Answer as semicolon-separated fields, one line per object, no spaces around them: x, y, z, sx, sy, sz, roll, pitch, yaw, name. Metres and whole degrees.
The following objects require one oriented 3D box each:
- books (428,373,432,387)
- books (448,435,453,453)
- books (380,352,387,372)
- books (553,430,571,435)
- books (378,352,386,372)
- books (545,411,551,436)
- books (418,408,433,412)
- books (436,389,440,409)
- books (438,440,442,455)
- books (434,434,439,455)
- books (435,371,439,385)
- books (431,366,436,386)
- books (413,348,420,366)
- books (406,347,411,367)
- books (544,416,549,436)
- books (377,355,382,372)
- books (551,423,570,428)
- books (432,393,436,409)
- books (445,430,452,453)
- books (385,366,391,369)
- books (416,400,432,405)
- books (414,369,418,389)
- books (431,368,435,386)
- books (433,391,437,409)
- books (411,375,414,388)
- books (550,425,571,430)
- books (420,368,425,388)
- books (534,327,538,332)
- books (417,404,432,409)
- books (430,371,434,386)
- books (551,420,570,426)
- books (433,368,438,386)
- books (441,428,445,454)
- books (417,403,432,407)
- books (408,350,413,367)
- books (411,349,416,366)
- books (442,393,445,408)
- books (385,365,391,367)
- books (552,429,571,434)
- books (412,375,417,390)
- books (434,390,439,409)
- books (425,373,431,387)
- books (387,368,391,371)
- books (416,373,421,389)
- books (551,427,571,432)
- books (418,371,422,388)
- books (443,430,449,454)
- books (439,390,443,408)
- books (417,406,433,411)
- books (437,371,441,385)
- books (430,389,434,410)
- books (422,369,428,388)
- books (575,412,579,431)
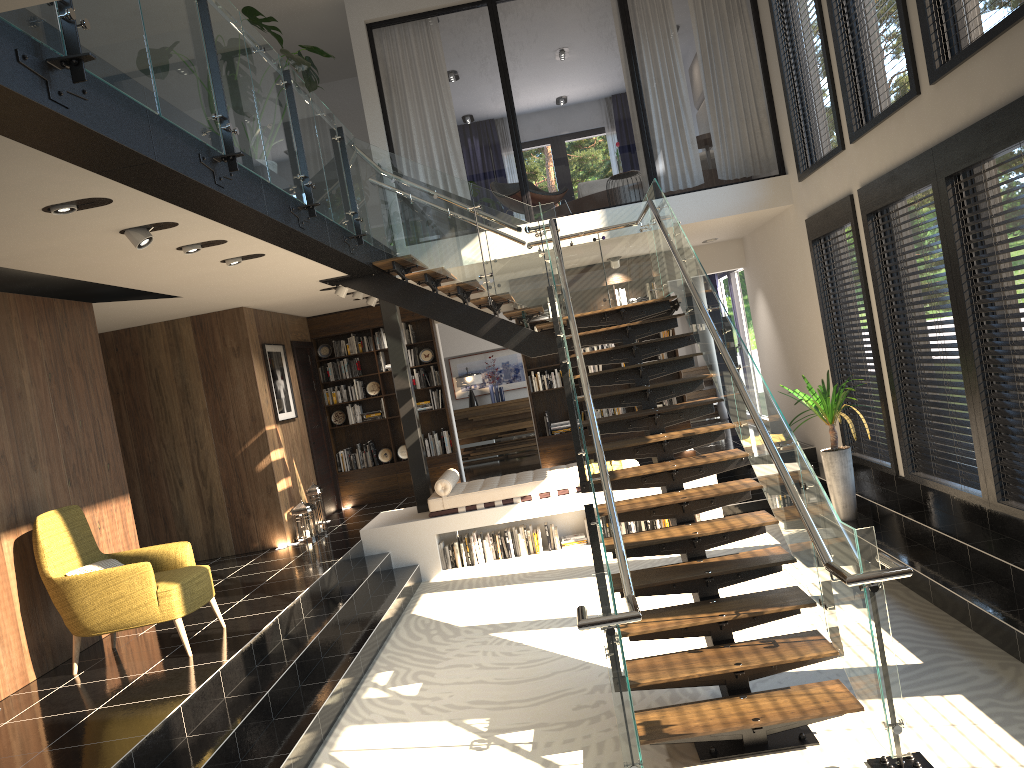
-1.117;-0.059;12.256;0.026;0.190;0.121;-10;2;3;books
-0.837;0.824;12.292;0.029;0.247;0.139;-10;2;3;books
-1.784;-0.310;12.325;0.016;0.278;0.209;-10;2;3;books
0.689;0.667;12.245;0.247;0.026;0.148;-10;1;2;books
-1.805;-0.307;12.321;0.027;0.279;0.166;-10;2;3;books
0.498;0.542;12.204;0.028;0.340;0.203;-10;2;3;books
-1.229;0.368;12.313;0.245;0.021;0.159;-10;1;5;books
-1.009;0.204;12.263;0.013;0.267;0.177;-10;2;3;books
-0.988;0.876;12.321;0.032;0.195;0.134;-10;2;3;books
-1.034;0.836;12.291;0.018;0.292;0.191;-10;2;3;books
-1.022;-0.081;12.243;0.023;0.200;0.120;-10;2;3;books
-1.067;-0.113;12.229;0.016;0.278;0.201;-10;2;3;books
-1.321;-0.378;12.281;0.035;0.251;0.196;-10;2;3;books
-1.436;-0.376;12.283;0.049;0.286;0.259;-10;1;3;books
0.480;0.579;12.251;0.025;0.270;0.156;-10;2;3;books
-1.828;-0.285;12.349;0.028;0.242;0.194;-10;2;3;books
0.671;0.563;12.238;0.271;0.025;0.156;-10;1;4;books
-1.073;0.236;12.306;0.024;0.226;0.141;-10;2;3;books
-0.871;0.800;12.282;0.029;0.306;0.149;-10;2;3;books
-1.612;-0.249;12.328;0.266;0.030;0.209;-10;1;4;books
-1.246;0.266;12.322;0.239;0.031;0.146;-10;1;3;books
-1.315;-0.070;12.260;0.020;0.281;0.153;-10;2;3;books
-1.083;-0.110;12.249;0.018;0.278;0.114;-10;2;3;books
-1.058;0.223;12.272;0.014;0.247;0.192;-10;2;3;books
-1.361;-0.021;12.272;0.026;0.200;0.154;-10;2;3;books
0.675;0.591;12.225;0.287;0.031;0.176;-10;1;1;books
-1.231;-0.083;12.251;0.037;0.277;0.179;-10;2;3;books
0.342;-0.665;12.170;0.034;0.245;0.127;-10;2;3;books
-1.238;0.315;12.309;0.263;0.030;0.159;-10;1;1;books
-1.097;-0.072;12.236;0.020;0.209;0.147;-10;2;3;books
0.666;0.539;12.227;0.257;0.024;0.167;-10;1;3;books
-1.046;-0.100;12.251;0.018;0.246;0.144;-10;2;3;books
-0.955;0.790;12.289;0.065;0.354;0.164;-10;2;3;books
-1.242;0.291;12.314;0.266;0.019;0.157;-10;1;5;books
-1.395;-0.357;12.283;0.025;0.235;0.231;-10;1;3;books
-1.359;-0.365;12.298;0.047;0.238;0.225;-10;1;3;books
-0.939;0.224;12.285;0.021;0.204;0.169;-10;1;3;books
-1.616;-0.274;12.336;0.264;0.021;0.189;-10;1;1;books
0.684;0.643;12.228;0.258;0.024;0.167;-10;1;4;books
-1.334;-0.023;12.242;0.032;0.195;0.182;-10;1;3;books
-1.031;0.213;12.312;0.038;0.257;0.138;-10;2;3;books
-1.160;-0.055;12.268;0.060;0.196;0.119;-10;2;3;books
-1.605;-0.218;12.342;0.239;0.033;0.176;-10;1;1;books
-1.287;-0.043;12.249;0.027;0.219;0.139;-10;2;3;books
0.680;0.618;12.240;0.271;0.025;0.156;-10;1;4;books
-1.260;-0.059;12.270;0.030;0.239;0.146;-10;2;3;books
-0.903;0.801;12.291;0.035;0.315;0.168;-10;2;3;books
-0.978;0.206;12.257;0.047;0.253;0.210;-10;1;3;books
-1.234;0.344;12.301;0.271;0.028;0.174;-10;1;-1;books
-0.999;-0.083;12.226;0.026;0.196;0.170;-10;1;3;books
-1.098;0.214;12.283;0.014;0.279;0.202;-10;2;3;books
-1.204;-0.080;12.243;0.016;0.262;0.155;-10;2;3;books
0.890;0.491;12.208;0.036;0.302;0.186;-10;2;3;books
